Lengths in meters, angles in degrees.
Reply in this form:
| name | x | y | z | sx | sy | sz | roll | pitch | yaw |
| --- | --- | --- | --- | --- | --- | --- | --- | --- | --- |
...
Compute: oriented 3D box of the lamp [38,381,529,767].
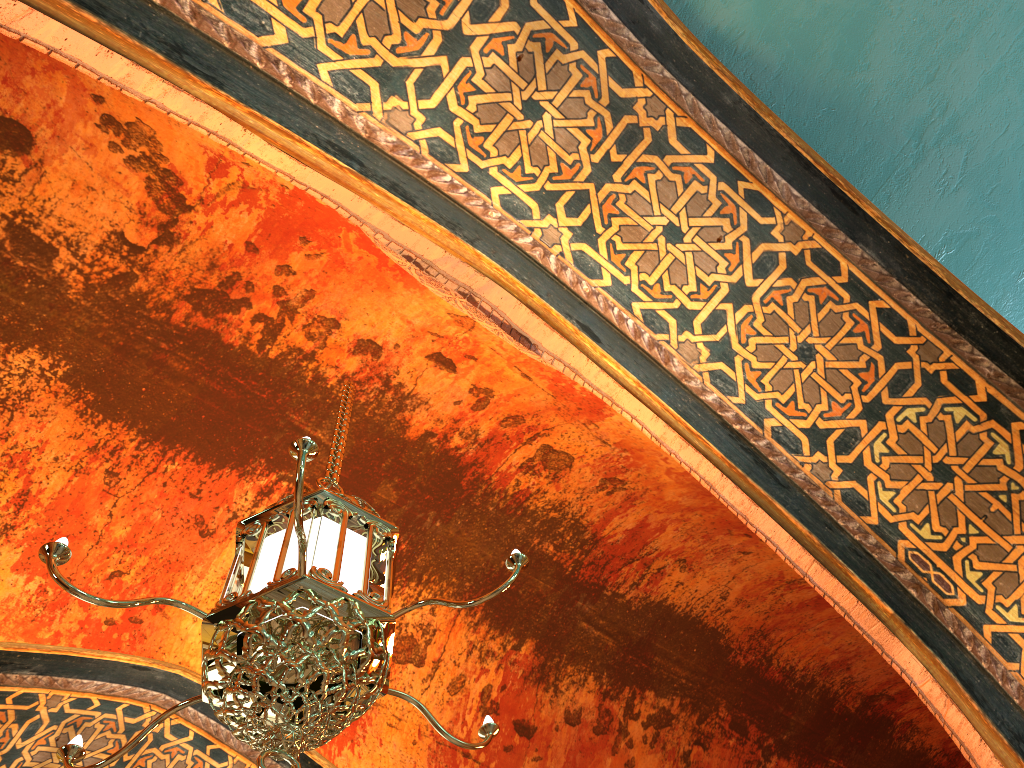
| name | x | y | z | sx | sy | sz | roll | pitch | yaw |
| --- | --- | --- | --- | --- | --- | --- | --- | --- | --- |
| lamp | -0.634 | 0.454 | 2.913 | 1.411 | 2.206 | 1.096 | 35 | -76 | -21 |
